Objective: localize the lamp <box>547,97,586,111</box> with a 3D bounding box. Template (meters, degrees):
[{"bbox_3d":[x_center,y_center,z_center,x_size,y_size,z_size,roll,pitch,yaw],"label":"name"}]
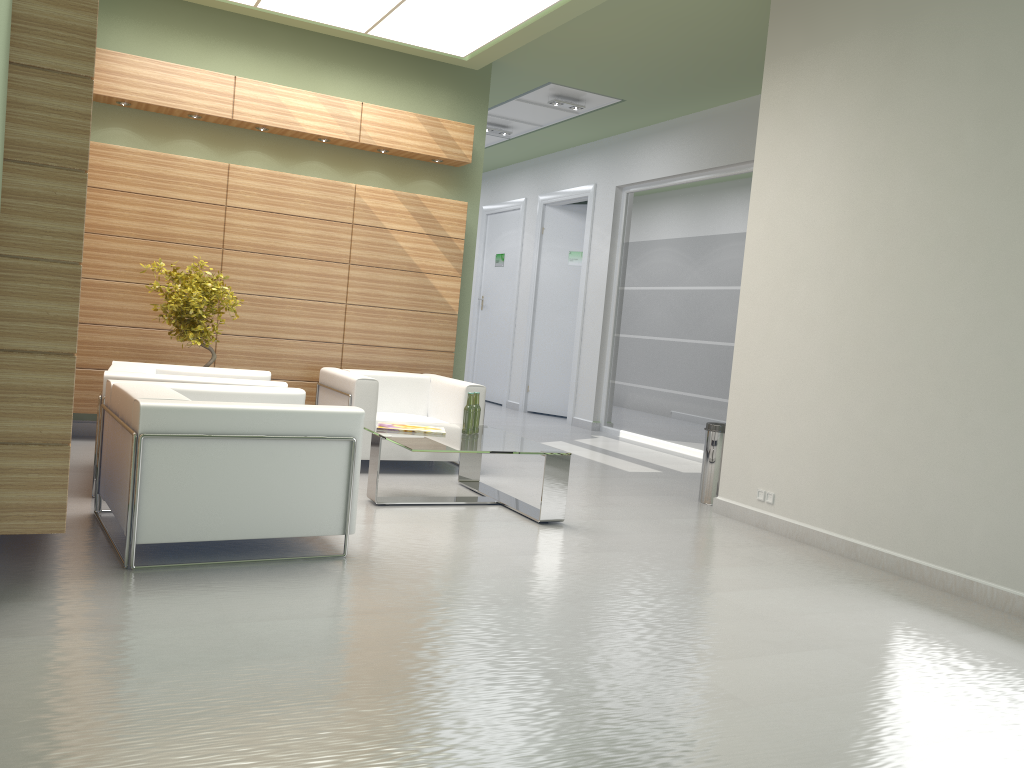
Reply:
[{"bbox_3d":[1.021,-5.249,16.528,0.657,0.159,0.286,4,4,-27],"label":"lamp"}]

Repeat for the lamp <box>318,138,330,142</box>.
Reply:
[{"bbox_3d":[-2.752,-3.599,12.992,0.181,0.074,0.181,3,4,-32],"label":"lamp"}]

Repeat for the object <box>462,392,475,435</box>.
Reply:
[{"bbox_3d":[-0.488,0.334,10.070,0.131,0.475,0.131,7,4,28],"label":"object"}]

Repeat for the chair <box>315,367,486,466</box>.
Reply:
[{"bbox_3d":[-1.584,0.495,12.277,1.894,1.234,1.802,4,4,-27],"label":"chair"}]

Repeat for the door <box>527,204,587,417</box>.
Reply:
[{"bbox_3d":[1.484,-1.750,21.291,2.089,5.083,0.134,7,4,33],"label":"door"}]

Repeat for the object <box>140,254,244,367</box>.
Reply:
[{"bbox_3d":[-4.112,-0.350,11.138,1.116,2.565,1.201,7,4,31],"label":"object"}]

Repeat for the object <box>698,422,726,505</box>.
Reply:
[{"bbox_3d":[2.687,1.033,11.473,0.482,1.027,0.483,8,4,34],"label":"object"}]

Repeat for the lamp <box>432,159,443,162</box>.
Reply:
[{"bbox_3d":[-1.159,-3.500,13.800,0.181,0.074,0.181,3,4,-32],"label":"lamp"}]

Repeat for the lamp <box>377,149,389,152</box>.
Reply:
[{"bbox_3d":[-1.948,-3.549,13.400,0.181,0.074,0.181,7,4,24],"label":"lamp"}]

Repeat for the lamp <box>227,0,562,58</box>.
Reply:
[{"bbox_3d":[-1.609,-4.907,9.913,4.571,0.325,5.060,4,4,-27],"label":"lamp"}]

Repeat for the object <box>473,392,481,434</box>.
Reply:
[{"bbox_3d":[-0.427,0.330,10.236,0.131,0.475,0.131,7,4,28],"label":"object"}]

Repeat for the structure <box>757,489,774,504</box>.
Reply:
[{"bbox_3d":[2.886,1.277,10.099,0.017,0.118,0.262,4,4,-27],"label":"structure"}]

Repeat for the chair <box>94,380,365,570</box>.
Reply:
[{"bbox_3d":[-2.462,0.689,7.627,1.802,1.234,1.894,3,4,-32],"label":"chair"}]

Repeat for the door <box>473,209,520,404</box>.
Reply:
[{"bbox_3d":[-0.466,-2.083,23.881,0.250,5.083,2.089,4,4,-27],"label":"door"}]

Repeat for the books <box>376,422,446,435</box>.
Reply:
[{"bbox_3d":[-1.138,0.503,10.011,0.762,0.025,0.508,5,3,-7],"label":"books"}]

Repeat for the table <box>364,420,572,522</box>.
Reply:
[{"bbox_3d":[-0.690,0.940,9.887,1.783,0.742,2.197,4,4,-27],"label":"table"}]

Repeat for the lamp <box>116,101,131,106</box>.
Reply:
[{"bbox_3d":[-5.156,-3.749,11.773,0.181,0.074,0.181,3,4,-32],"label":"lamp"}]

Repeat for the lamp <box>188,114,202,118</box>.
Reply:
[{"bbox_3d":[-4.355,-3.699,12.179,0.181,0.074,0.181,3,4,-32],"label":"lamp"}]

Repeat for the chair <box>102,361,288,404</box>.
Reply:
[{"bbox_3d":[-3.483,0.471,9.704,1.769,1.234,1.894,4,4,-22],"label":"chair"}]

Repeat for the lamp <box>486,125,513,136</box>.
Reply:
[{"bbox_3d":[-0.339,-5.535,19.245,0.657,0.159,0.286,4,4,-27],"label":"lamp"}]

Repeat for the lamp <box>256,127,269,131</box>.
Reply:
[{"bbox_3d":[-3.545,-3.649,12.590,0.181,0.074,0.181,7,4,24],"label":"lamp"}]
